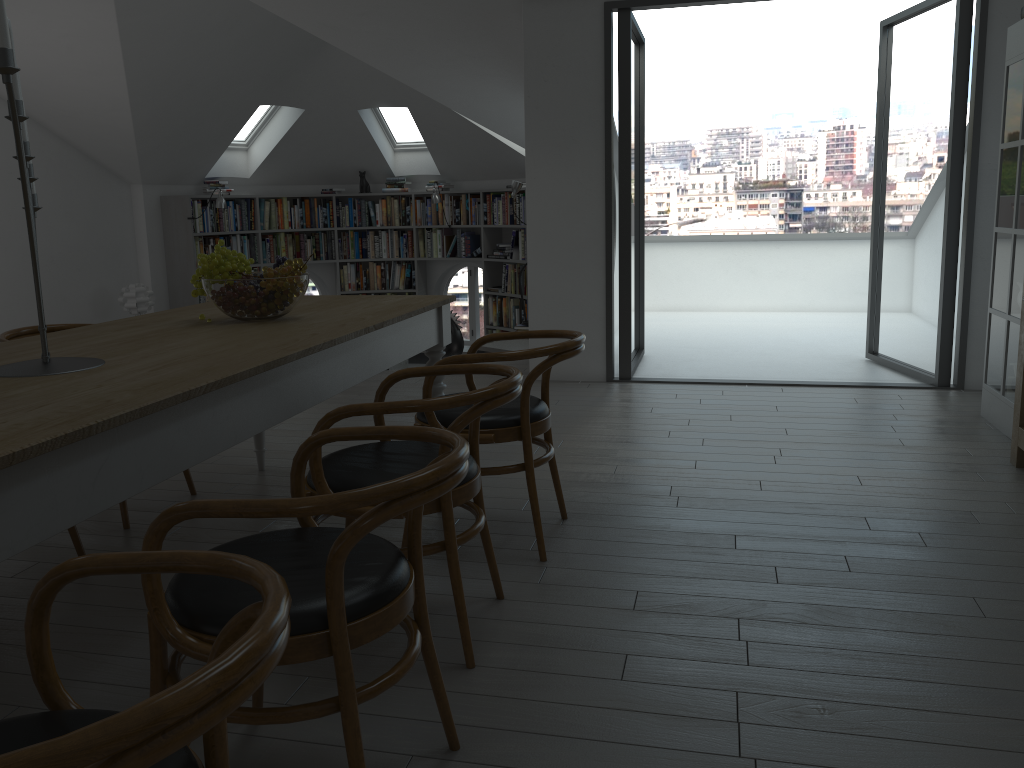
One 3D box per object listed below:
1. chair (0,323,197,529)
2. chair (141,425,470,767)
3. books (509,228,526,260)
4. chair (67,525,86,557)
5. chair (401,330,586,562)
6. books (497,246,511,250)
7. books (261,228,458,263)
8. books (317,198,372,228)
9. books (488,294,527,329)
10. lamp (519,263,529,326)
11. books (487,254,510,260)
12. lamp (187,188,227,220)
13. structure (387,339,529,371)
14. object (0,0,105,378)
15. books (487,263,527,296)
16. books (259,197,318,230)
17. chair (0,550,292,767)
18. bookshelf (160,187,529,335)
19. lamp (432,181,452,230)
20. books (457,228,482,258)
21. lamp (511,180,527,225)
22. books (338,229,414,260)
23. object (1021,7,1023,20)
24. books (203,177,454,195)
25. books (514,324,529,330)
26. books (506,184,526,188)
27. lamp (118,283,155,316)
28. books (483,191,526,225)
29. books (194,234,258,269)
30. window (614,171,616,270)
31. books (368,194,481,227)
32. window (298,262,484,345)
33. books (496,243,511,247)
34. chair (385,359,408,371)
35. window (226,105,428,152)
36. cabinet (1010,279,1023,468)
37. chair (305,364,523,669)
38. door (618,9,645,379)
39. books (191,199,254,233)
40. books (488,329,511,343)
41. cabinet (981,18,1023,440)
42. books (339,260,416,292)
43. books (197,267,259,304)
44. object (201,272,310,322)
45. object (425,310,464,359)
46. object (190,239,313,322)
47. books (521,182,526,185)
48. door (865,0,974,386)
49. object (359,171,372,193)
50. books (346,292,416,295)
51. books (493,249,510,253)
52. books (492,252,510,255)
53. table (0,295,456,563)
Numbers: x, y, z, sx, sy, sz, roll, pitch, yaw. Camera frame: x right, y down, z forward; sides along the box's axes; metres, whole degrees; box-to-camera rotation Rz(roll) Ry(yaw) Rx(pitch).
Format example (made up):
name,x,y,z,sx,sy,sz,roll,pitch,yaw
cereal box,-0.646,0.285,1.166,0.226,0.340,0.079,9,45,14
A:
name,x,y,z,sx,sy,sz,roll,pitch,yaw
chair,-1.695,0.139,3.577,0.621,0.731,0.530,2,11,17
chair,-0.379,0.475,1.743,0.621,0.731,0.530,2,11,16
books,0.201,-1.525,9.641,0.256,0.349,0.555,-7,12,-29
chair,-1.822,0.284,2.871,0.621,0.731,0.530,1,11,13
chair,-0.046,0.188,3.136,0.621,0.731,0.530,1,11,13
books,-0.029,-1.544,10.052,0.214,0.036,0.227,-7,13,-26
books,-1.804,-1.650,10.551,2.529,0.369,0.594,-3,11,-6
books,-2.029,-2.050,10.623,0.682,0.344,0.266,-3,10,-10
books,0.048,-0.816,9.991,0.272,0.349,0.875,-9,13,-34
lamp,0.220,-0.860,7.979,0.323,0.657,0.234,4,11,28
books,-0.027,-1.451,10.068,0.366,0.042,0.389,-10,14,-36
lamp,-3.162,-1.869,9.197,0.414,0.310,0.117,1,10,10
structure,-1.605,-0.173,8.719,4.717,0.690,4.726,-8,13,-31
object,-1.156,-0.454,2.072,0.266,0.871,0.778,-4,11,-12
books,0.078,-1.177,9.851,0.252,0.350,0.977,-8,13,-33
books,-2.652,-1.991,10.350,0.794,0.371,0.270,-9,12,-32
chair,-0.554,0.618,1.052,0.621,0.731,0.530,0,10,10
bookshelf,-1.308,-1.198,9.912,4.333,1.871,2.119,1,11,13
lamp,-0.812,-2.038,10.184,0.113,0.564,0.359,2,11,20
books,-0.423,-1.643,10.327,0.399,0.339,0.225,6,12,33
lamp,0.133,-1.768,8.827,0.275,0.523,0.113,-1,10,4
books,-1.608,-1.699,10.739,1.028,0.357,0.302,-2,10,-1
object,2.610,-1.756,4.217,0.299,0.119,0.300,1,11,13
books,-2.104,-2.297,10.296,2.815,0.172,0.751,-5,12,-16
books,0.195,-0.525,8.051,0.269,0.031,0.287,3,12,23
books,0.150,-2.153,9.665,0.317,0.036,0.337,-6,12,-23
lamp,-3.586,-0.698,8.497,0.305,0.522,0.307,-1,10,2
books,0.033,-1.943,9.784,0.306,0.365,0.972,-8,13,-32
books,-3.246,-1.466,9.784,0.303,0.346,1.093,4,13,28
window,0.683,-1.289,6.978,0.104,1.463,1.478,1,11,13
books,-0.962,-2.061,10.497,1.566,0.365,0.395,2,11,19
window,-1.603,-0.964,10.919,3.231,1.145,0.620,-2,10,-1
books,-0.030,-1.575,10.046,0.269,0.031,0.287,-3,11,-6
chair,-1.514,-0.198,8.803,0.823,0.716,0.745,0,11,8
window,-1.349,-2.935,9.616,4.055,0.710,1.942,1,11,13
cabinet,1.902,0.610,0.668,1.004,1.017,6.461,1,12,13
chair,-0.271,0.330,2.455,0.621,0.731,0.530,0,10,10
door,0.847,-1.287,6.218,0.080,2.335,1.056,1,10,13
books,-3.252,-1.842,9.698,0.301,0.359,1.037,4,13,29
books,0.164,-0.408,9.790,0.360,0.309,1.503,-6,12,-24
cabinet,2.605,-0.741,4.261,0.361,1.980,0.645,1,10,13
books,-1.598,-1.319,10.762,0.997,0.350,0.299,-2,10,-3
books,-3.213,-1.089,9.805,0.261,0.357,1.024,5,13,30
object,-0.877,-0.295,3.056,0.360,0.159,0.362,-3,11,-6
object,-0.547,-0.343,7.144,0.320,0.560,0.322,-4,10,-13
object,-0.899,-0.361,3.065,0.394,0.283,0.293,-6,11,-22
books,0.150,-2.180,9.661,0.233,0.027,0.248,-4,12,-14
door,2.615,-1.241,5.776,0.080,2.335,1.056,-2,10,-1
object,-1.749,-2.403,10.566,0.147,0.263,0.203,0,10,10
books,-1.576,-0.940,10.829,1.031,0.356,0.294,-2,10,-2
books,-0.028,-1.513,10.057,0.269,0.031,0.287,-7,13,-26
books,-0.028,-1.483,10.062,0.270,0.031,0.286,-11,15,-41
table,-1.108,0.330,2.376,1.018,0.795,3.366,1,12,13
